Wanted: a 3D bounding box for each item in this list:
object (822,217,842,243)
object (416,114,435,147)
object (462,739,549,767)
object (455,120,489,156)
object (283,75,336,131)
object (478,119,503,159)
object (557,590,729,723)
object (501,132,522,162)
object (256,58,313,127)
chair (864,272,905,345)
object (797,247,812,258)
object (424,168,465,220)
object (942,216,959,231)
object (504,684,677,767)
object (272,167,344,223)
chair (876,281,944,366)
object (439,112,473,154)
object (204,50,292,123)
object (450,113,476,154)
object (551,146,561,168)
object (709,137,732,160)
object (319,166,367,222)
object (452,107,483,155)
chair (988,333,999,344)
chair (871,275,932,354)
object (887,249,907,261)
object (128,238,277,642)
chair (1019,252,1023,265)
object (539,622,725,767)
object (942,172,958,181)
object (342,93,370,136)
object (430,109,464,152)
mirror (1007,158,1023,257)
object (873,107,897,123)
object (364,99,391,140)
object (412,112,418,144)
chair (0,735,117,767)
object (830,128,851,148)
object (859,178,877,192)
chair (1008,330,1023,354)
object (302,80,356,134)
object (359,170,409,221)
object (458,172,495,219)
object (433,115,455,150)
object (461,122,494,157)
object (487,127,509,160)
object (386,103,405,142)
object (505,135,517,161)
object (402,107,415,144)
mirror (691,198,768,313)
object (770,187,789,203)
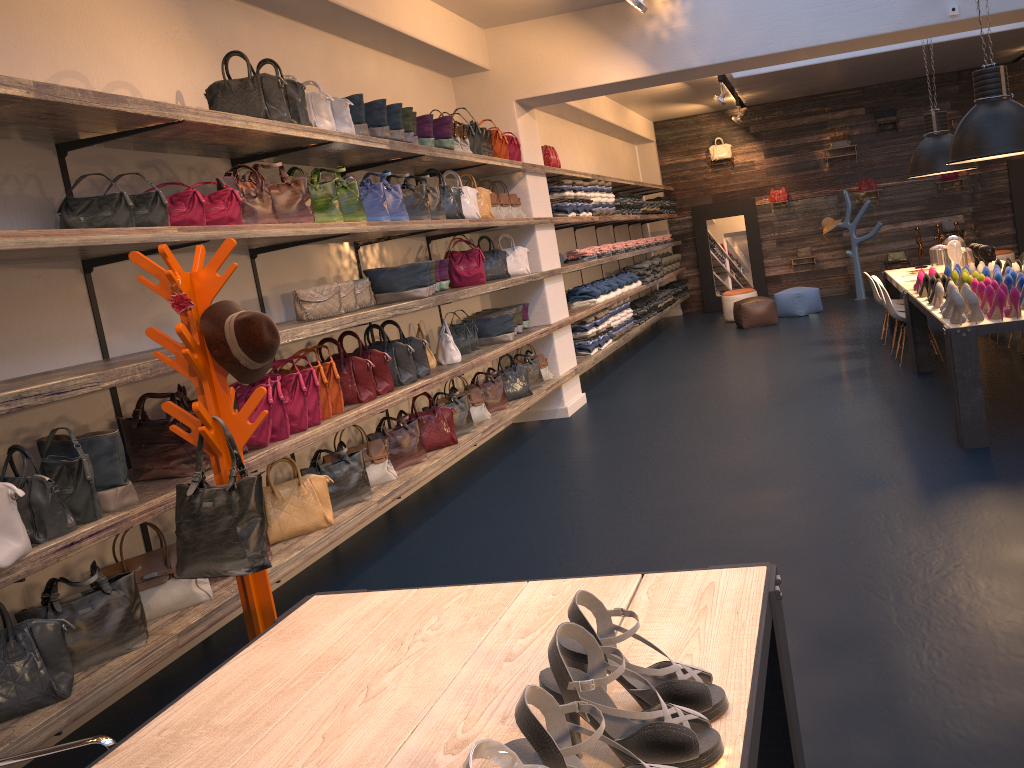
[{"bbox_3d":[5.350,-2.572,14.486,0.324,0.439,0.370,-7,7,13],"label":"object"},{"bbox_3d":[-0.710,-1.678,5.881,0.407,0.234,0.183,-7,7,9],"label":"object"},{"bbox_3d":[0.062,0.538,1.056,0.277,0.223,0.120,-8,7,4],"label":"object"},{"bbox_3d":[-0.370,-1.941,6.919,0.316,0.336,0.264,-13,8,-31],"label":"object"},{"bbox_3d":[-1.143,-1.472,4.607,0.417,0.330,0.197,-8,7,7],"label":"object"},{"bbox_3d":[-0.224,-2.025,7.238,0.271,0.383,0.212,-12,7,-25],"label":"object"},{"bbox_3d":[0.218,0.453,1.475,0.269,0.223,0.124,-7,7,13],"label":"object"},{"bbox_3d":[-0.065,-2.068,7.631,0.263,0.309,0.205,-12,7,-22],"label":"object"},{"bbox_3d":[-1.236,-1.454,4.399,0.408,0.384,0.201,-7,7,14],"label":"object"},{"bbox_3d":[4.203,-0.871,9.574,0.524,0.798,0.486,-7,7,15],"label":"chair"},{"bbox_3d":[5.163,-2.324,15.331,0.277,0.175,0.101,-10,7,-10],"label":"object"},{"bbox_3d":[-0.533,-1.332,6.146,0.463,0.384,0.177,-14,8,-37],"label":"object"},{"bbox_3d":[7.501,-2.746,14.845,0.255,0.229,0.085,-4,8,31],"label":"object"},{"bbox_3d":[0.129,0.509,1.188,0.277,0.223,0.120,-8,7,3],"label":"object"},{"bbox_3d":[-1.070,-0.985,4.587,0.409,0.321,0.181,-14,8,-35],"label":"object"},{"bbox_3d":[3.783,-0.614,8.254,0.524,0.798,0.486,-7,7,15],"label":"chair"},{"bbox_3d":[-0.483,-1.845,6.426,0.330,0.333,0.176,-5,8,26],"label":"object"},{"bbox_3d":[-1.285,-1.418,4.205,0.417,0.384,0.197,-8,7,7],"label":"object"},{"bbox_3d":[-0.422,-1.883,6.595,0.286,0.351,0.140,-8,7,10],"label":"object"},{"bbox_3d":[0.312,-2.242,8.669,0.312,0.244,0.146,-8,7,8],"label":"object"},{"bbox_3d":[3.687,-4.166,15.355,0.425,0.384,0.193,-9,7,1],"label":"object"},{"bbox_3d":[-0.984,-1.045,4.850,0.409,0.337,0.199,-14,8,-36],"label":"object"},{"bbox_3d":[-0.380,-1.937,6.728,0.286,0.408,0.140,-8,6,10],"label":"object"},{"bbox_3d":[5.010,-0.855,8.690,0.524,0.798,0.486,-7,7,15],"label":"chair"},{"bbox_3d":[4.012,-0.744,8.906,0.512,0.798,0.496,-6,7,24],"label":"chair"},{"bbox_3d":[6.683,-2.223,15.027,0.375,0.173,0.225,-10,8,-9],"label":"object"},{"bbox_3d":[-0.949,0.382,2.975,0.407,1.722,0.485,-3,9,43],"label":"object"},{"bbox_3d":[5.295,-0.991,9.327,0.520,0.798,0.489,-7,7,17],"label":"chair"},{"bbox_3d":[0.177,0.479,1.343,0.268,0.223,0.124,-7,7,14],"label":"object"},{"bbox_3d":[7.429,-3.575,14.747,0.240,0.242,0.226,-7,7,12],"label":"object"},{"bbox_3d":[-0.972,-1.513,4.975,0.311,0.243,0.199,-3,9,35],"label":"object"},{"bbox_3d":[-0.539,-1.813,6.264,0.330,0.333,0.176,-5,8,26],"label":"object"},{"bbox_3d":[9.021,-2.876,14.541,1.114,1.910,0.278,-8,6,12],"label":"mirror"},{"bbox_3d":[6.363,-4.578,14.785,0.410,0.231,0.182,-8,7,6],"label":"object"},{"bbox_3d":[-0.906,-1.545,5.161,0.399,0.231,0.187,-6,7,16],"label":"object"},{"bbox_3d":[-0.799,-1.641,5.717,0.401,0.234,0.185,-7,7,14],"label":"object"},{"bbox_3d":[-0.939,1.048,1.553,0.684,0.833,0.685,-9,7,-4],"label":"chair"},{"bbox_3d":[5.654,-4.246,14.974,0.330,0.333,0.176,-5,8,26],"label":"object"},{"bbox_3d":[6.145,-3.444,14.983,0.320,0.253,0.139,-9,7,0],"label":"object"},{"bbox_3d":[4.840,-0.730,8.017,0.532,0.798,0.479,-8,7,9],"label":"chair"},{"bbox_3d":[-1.074,-1.511,4.806,0.414,0.330,0.198,-7,7,9],"label":"object"},{"bbox_3d":[-0.804,-1.149,5.367,0.409,0.337,0.199,-14,8,-36],"label":"object"},{"bbox_3d":[-0.333,-1.448,6.727,0.463,0.384,0.177,-14,8,-37],"label":"object"},{"bbox_3d":[-0.585,-1.724,6.065,0.399,0.234,0.186,-6,7,16],"label":"object"},{"bbox_3d":[-0.325,-1.976,7.111,0.355,0.337,0.230,-6,7,22],"label":"object"},{"bbox_3d":[-0.175,-2.025,7.371,0.271,0.329,0.212,-12,8,-25],"label":"object"},{"bbox_3d":[-0.847,-1.579,5.329,0.410,0.231,0.182,-8,7,6],"label":"object"},{"bbox_3d":[-0.084,-2.031,7.530,0.322,0.282,0.240,-14,9,-37],"label":"object"},{"bbox_3d":[-0.806,-1.610,5.518,0.407,0.234,0.183,-7,7,9],"label":"object"},{"bbox_3d":[3.913,-2.299,15.581,1.114,1.910,0.278,-8,6,12],"label":"mirror"},{"bbox_3d":[4.699,-3.331,15.294,0.316,0.253,0.147,-5,8,26],"label":"object"}]
